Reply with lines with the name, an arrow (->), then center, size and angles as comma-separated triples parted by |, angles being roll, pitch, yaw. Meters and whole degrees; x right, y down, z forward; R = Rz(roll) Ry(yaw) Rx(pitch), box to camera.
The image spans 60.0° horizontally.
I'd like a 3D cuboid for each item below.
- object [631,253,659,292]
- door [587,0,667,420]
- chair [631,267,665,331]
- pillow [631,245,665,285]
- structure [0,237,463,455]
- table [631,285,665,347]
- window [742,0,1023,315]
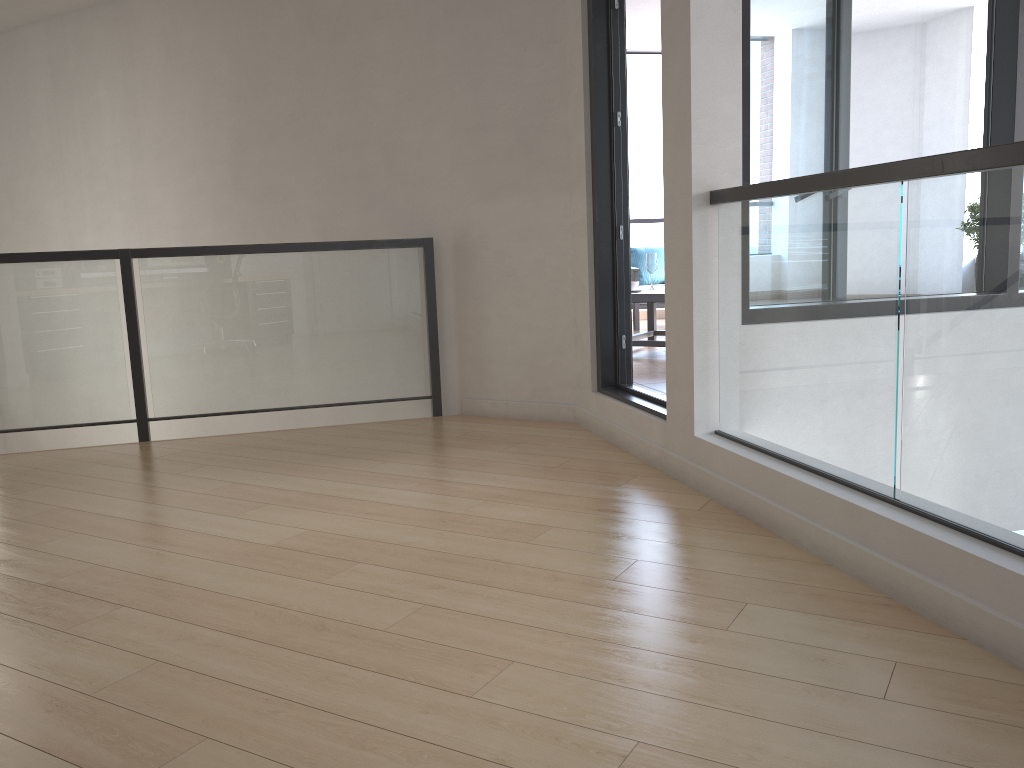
object -> 0.962, -0.841, 6.697 | 0.337, 0.284, 0.203 | -4, 9, -8
door -> 0.937, -1.172, 3.937 | 0.924, 2.500, 0.905 | -4, 9, -14
chair -> 1.452, -0.973, 8.968 | 0.797, 0.765, 0.807 | -4, 9, -14
pillow -> 1.422, -1.204, 9.031 | 0.510, 0.426, 0.316 | -5, 9, -16
structure -> -2.595, 1.304, 6.028 | 4.190, 4.339, 2.823 | -4, 9, -14
table -> 1.166, -0.503, 6.909 | 0.710, 0.473, 1.260 | 3, 10, 30
window -> 3.201, -1.609, 3.871 | 5.002, 2.402, 0.170 | -4, 9, -14
